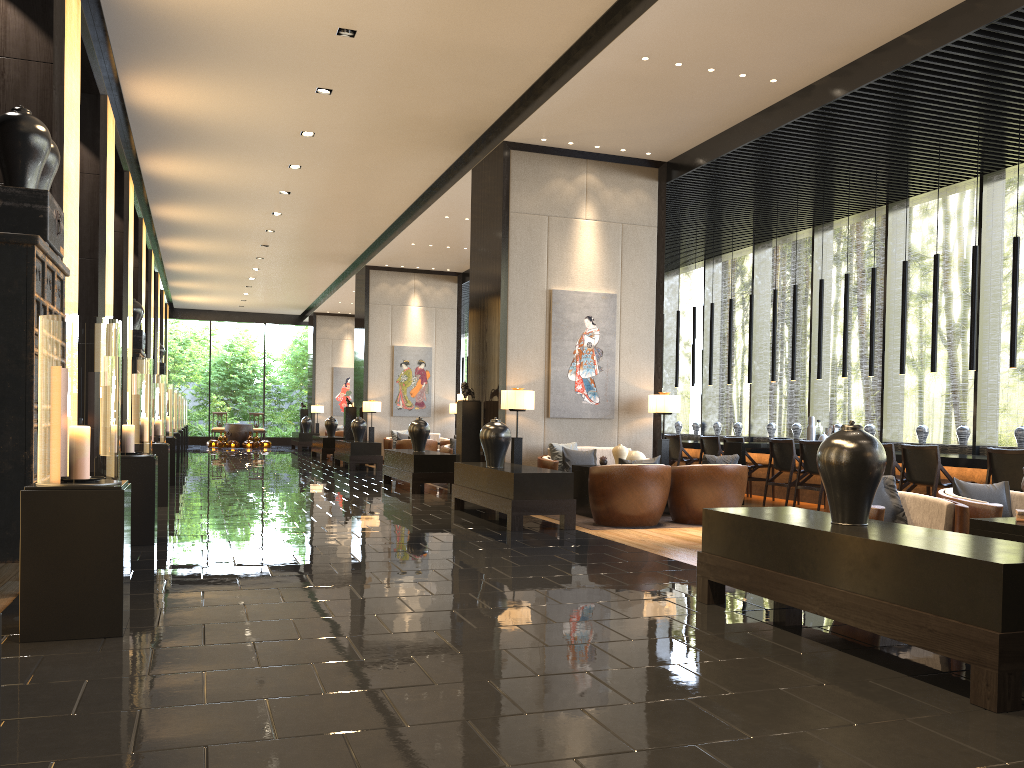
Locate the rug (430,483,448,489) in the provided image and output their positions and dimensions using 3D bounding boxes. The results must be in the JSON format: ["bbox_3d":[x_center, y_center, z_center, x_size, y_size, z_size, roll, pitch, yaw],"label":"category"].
[{"bbox_3d":[0.031,1.515,12.955,2.041,0.008,2.241,2,-3,-19],"label":"rug"}]

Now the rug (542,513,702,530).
[{"bbox_3d":[1.270,1.394,9.443,1.958,0.008,2.241,2,-3,-19],"label":"rug"}]

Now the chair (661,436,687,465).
[{"bbox_3d":[2.352,1.182,13.692,0.563,0.828,0.525,1,0,-19],"label":"chair"}]

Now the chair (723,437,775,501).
[{"bbox_3d":[3.071,1.111,11.653,0.563,0.828,0.525,1,0,-19],"label":"chair"}]

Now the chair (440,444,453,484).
[{"bbox_3d":[-0.729,1.229,13.554,0.804,0.604,0.606,1,-1,-19],"label":"chair"}]

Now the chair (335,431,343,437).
[{"bbox_3d":[-4.795,1.638,25.333,0.804,0.604,0.606,1,-1,-19],"label":"chair"}]

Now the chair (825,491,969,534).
[{"bbox_3d":[2.206,0.941,5.235,0.804,0.604,0.606,1,-1,-19],"label":"chair"}]

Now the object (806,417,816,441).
[{"bbox_3d":[3.862,0.593,11.425,0.113,0.345,0.113,1,1,-24],"label":"object"}]

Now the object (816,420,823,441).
[{"bbox_3d":[3.988,0.619,11.517,0.129,0.306,0.129,1,1,-33],"label":"object"}]

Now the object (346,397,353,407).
[{"bbox_3d":[-3.523,0.386,19.147,0.161,0.218,0.102,1,0,-31],"label":"object"}]

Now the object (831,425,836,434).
[{"bbox_3d":[4.143,0.651,11.399,0.067,0.238,0.067,1,1,-26],"label":"object"}]

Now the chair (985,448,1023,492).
[{"bbox_3d":[4.465,0.974,7.703,0.563,0.828,0.525,1,0,-19],"label":"chair"}]

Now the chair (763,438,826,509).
[{"bbox_3d":[3.408,1.078,10.697,0.563,0.828,0.525,1,0,-19],"label":"chair"}]

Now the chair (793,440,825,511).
[{"bbox_3d":[3.600,1.059,10.155,0.563,0.828,0.525,1,0,-19],"label":"chair"}]

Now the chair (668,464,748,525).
[{"bbox_3d":[1.966,1.081,8.743,0.804,0.604,0.606,1,-1,-19],"label":"chair"}]

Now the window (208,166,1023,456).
[{"bbox_3d":[-2.224,-0.556,14.976,12.057,4.229,31.878,2,-2,-19],"label":"window"}]

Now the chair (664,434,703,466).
[{"bbox_3d":[2.543,1.163,13.150,0.563,0.828,0.525,1,0,-19],"label":"chair"}]

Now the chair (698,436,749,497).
[{"bbox_3d":[2.880,1.130,12.195,0.563,0.828,0.525,1,0,-19],"label":"chair"}]

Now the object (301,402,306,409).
[{"bbox_3d":[-6.503,0.666,27.604,0.176,0.246,0.115,1,0,-14],"label":"object"}]

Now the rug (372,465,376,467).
[{"bbox_3d":[-1.681,1.683,17.804,1.958,0.008,2.241,2,-3,-19],"label":"rug"}]

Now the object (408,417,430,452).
[{"bbox_3d":[-1.316,0.709,12.535,0.311,0.493,0.311,1,0,-38],"label":"object"}]

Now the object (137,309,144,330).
[{"bbox_3d":[-5.847,-1.051,13.665,0.311,0.493,0.311,1,0,-38],"label":"object"}]

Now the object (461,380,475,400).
[{"bbox_3d":[-0.535,0.080,10.693,0.176,0.246,0.115,1,0,-19],"label":"object"}]

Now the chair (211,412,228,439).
[{"bbox_3d":[-9.288,1.431,28.144,0.520,1.077,0.536,1,0,-19],"label":"chair"}]

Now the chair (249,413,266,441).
[{"bbox_3d":[-8.224,1.466,28.520,0.520,1.077,0.536,1,0,-19],"label":"chair"}]

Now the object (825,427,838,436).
[{"bbox_3d":[4.162,0.665,11.524,0.169,0.219,0.168,1,0,-24],"label":"object"}]

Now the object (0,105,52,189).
[{"bbox_3d":[-2.817,-1.348,5.080,0.311,0.493,0.311,1,0,-23],"label":"object"}]

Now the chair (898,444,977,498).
[{"bbox_3d":[4.128,1.007,8.658,0.563,0.828,0.525,1,0,-19],"label":"chair"}]

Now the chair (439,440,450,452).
[{"bbox_3d":[-0.986,1.370,17.108,0.804,0.604,0.606,1,-1,-19],"label":"chair"}]

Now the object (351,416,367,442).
[{"bbox_3d":[-2.986,0.873,17.270,0.311,0.493,0.311,1,0,-1],"label":"object"}]

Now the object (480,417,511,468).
[{"bbox_3d":[-0.163,0.573,8.698,0.311,0.493,0.311,1,0,-1],"label":"object"}]

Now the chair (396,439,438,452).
[{"bbox_3d":[-1.792,1.344,16.823,0.804,0.604,0.606,1,-1,-19],"label":"chair"}]

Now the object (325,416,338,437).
[{"bbox_3d":[-4.268,0.999,20.902,0.311,0.493,0.311,1,0,-1],"label":"object"}]

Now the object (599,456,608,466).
[{"bbox_3d":[0.973,0.815,9.416,0.091,0.112,0.091,1,0,33],"label":"object"}]

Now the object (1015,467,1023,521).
[{"bbox_3d":[2.656,0.544,4.484,0.174,0.309,0.229,1,0,27],"label":"object"}]

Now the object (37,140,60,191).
[{"bbox_3d":[-2.928,-1.337,5.393,0.311,0.493,0.311,1,0,-38],"label":"object"}]

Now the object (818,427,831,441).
[{"bbox_3d":[3.996,0.655,11.343,0.136,0.218,0.135,1,0,-32],"label":"object"}]

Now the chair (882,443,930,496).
[{"bbox_3d":[3.937,1.026,9.200,0.563,0.828,0.525,1,0,-19],"label":"chair"}]

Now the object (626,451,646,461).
[{"bbox_3d":[1.312,0.800,9.500,0.245,0.168,0.245,1,-1,-17],"label":"object"}]

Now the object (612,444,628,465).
[{"bbox_3d":[1.146,0.755,9.380,0.171,0.236,0.171,1,0,16],"label":"object"}]

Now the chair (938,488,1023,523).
[{"bbox_3d":[3.013,0.967,5.520,0.804,0.604,0.606,1,-1,-19],"label":"chair"}]

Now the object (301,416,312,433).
[{"bbox_3d":[-5.992,1.168,25.787,0.311,0.493,0.311,1,0,-1],"label":"object"}]

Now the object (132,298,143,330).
[{"bbox_3d":[-5.736,-1.061,13.351,0.311,0.493,0.311,1,0,37],"label":"object"}]

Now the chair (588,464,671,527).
[{"bbox_3d":[1.160,1.054,8.458,0.804,0.604,0.606,1,-1,-19],"label":"chair"}]
